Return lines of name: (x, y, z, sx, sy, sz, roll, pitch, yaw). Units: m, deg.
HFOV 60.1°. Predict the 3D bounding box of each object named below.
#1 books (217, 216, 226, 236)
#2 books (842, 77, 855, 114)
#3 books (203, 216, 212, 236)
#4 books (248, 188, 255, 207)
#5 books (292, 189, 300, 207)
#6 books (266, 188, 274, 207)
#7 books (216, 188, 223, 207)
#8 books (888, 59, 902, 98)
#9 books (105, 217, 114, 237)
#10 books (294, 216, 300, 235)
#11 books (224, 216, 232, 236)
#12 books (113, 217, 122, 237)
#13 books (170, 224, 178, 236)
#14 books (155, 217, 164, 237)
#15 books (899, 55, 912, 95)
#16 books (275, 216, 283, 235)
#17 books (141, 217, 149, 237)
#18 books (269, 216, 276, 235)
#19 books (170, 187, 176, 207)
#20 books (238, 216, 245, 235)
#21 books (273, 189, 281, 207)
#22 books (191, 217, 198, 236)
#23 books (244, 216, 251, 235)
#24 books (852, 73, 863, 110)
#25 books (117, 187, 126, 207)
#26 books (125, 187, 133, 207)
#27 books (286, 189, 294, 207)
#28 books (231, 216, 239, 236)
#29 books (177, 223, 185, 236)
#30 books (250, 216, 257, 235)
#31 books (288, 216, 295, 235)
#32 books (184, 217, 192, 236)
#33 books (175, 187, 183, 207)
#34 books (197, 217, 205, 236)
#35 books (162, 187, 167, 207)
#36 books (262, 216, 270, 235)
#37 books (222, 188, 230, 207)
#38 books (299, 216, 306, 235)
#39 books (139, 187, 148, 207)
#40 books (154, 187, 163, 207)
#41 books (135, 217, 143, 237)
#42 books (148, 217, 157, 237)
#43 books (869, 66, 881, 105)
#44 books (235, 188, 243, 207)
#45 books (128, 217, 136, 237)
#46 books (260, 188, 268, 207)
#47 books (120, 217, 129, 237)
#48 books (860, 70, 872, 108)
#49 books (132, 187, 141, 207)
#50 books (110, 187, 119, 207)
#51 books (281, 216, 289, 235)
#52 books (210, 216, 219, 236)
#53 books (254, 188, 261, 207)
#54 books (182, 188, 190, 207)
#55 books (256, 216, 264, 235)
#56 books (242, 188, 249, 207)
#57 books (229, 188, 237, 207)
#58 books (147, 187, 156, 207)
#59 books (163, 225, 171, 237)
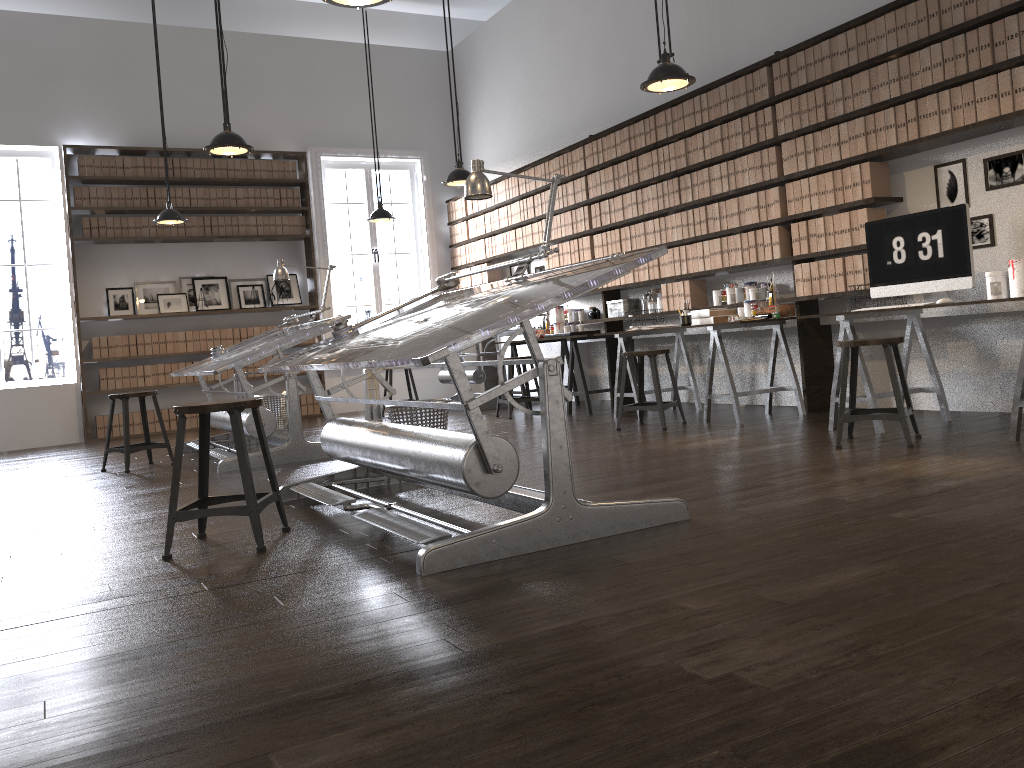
books: (-3.201, -1.715, 9.725, 0.067, 0.226, 0.174, -5, 1, -28)
books: (2.156, -1.793, 5.525, 0.175, 0.226, 0.066, -5, 0, -28)
books: (-3.329, -1.701, 9.656, 0.067, 0.226, 0.174, -5, 1, -28)
books: (-2.923, -2.058, 9.888, 0.067, 0.226, 0.174, -5, 1, -28)
books: (-2.481, -2.106, 10.130, 0.067, 0.225, 0.174, -5, 1, -28)
books: (-2.741, -2.078, 9.989, 0.067, 0.226, 0.174, -5, 1, -28)
books: (-3.228, -2.026, 9.733, 0.067, 0.226, 0.174, -5, 1, -28)
books: (2.312, -1.791, 5.222, 0.175, 0.226, 0.067, -5, 0, -28)
books: (-4.181, -1.610, 9.199, 0.067, 0.226, 0.174, -5, 1, -28)
books: (-2.479, -1.793, 10.116, 0.067, 0.225, 0.174, -5, 1, -28)
books: (-3.141, -1.721, 9.763, 0.067, 0.226, 0.174, -5, 1, -28)
books: (-4.121, -1.616, 9.236, 0.067, 0.226, 0.174, -5, 1, -28)
books: (-3.636, -1.668, 9.493, 0.067, 0.226, 0.174, -5, 1, -28)
books: (-3.759, -1.655, 9.429, 0.067, 0.226, 0.174, -5, 1, -28)
books: (2.349, -1.792, 5.162, 0.175, 0.226, 0.066, -5, 0, -28)
books: (-2.656, -1.773, 10.020, 0.067, 0.226, 0.174, -5, 1, -28)
books: (-3.884, -1.642, 9.360, 0.067, 0.225, 0.174, -5, 1, -28)
books: (-2.719, -1.767, 9.990, 0.067, 0.226, 0.174, -5, 1, -28)
books: (-3.656, -1.979, 9.494, 0.067, 0.226, 0.174, -5, 1, -28)
books: (-3.016, -1.734, 9.823, 0.067, 0.226, 0.174, -5, 1, -28)
books: (-2.680, -2.085, 10.026, 0.067, 0.226, 0.174, -5, 1, -28)
books: (-3.453, -1.688, 9.592, 0.067, 0.225, 0.174, -5, 1, -28)
books: (-2.960, -1.741, 9.858, 0.067, 0.225, 0.174, -5, 1, -28)
books: (2.190, -1.792, 5.462, 0.175, 0.226, 0.066, -5, 0, -28)
books: (-4.090, -1.933, 9.268, 0.067, 0.226, 0.174, -5, 1, -28)
books: (-4.027, -1.940, 9.302, 0.067, 0.226, 0.174, -5, 1, -28)
books: (-2.549, -2.099, 10.097, 0.067, 0.225, 0.174, -5, 1, -28)
books: (-3.078, -1.728, 9.796, 0.067, 0.226, 0.174, -5, 1, -28)
books: (-3.570, -1.675, 9.525, 0.067, 0.226, 0.174, -5, 1, -28)
books: (-2.904, -1.747, 9.887, 0.067, 0.225, 0.174, -5, 1, -28)
books: (-2.532, -1.786, 10.082, 0.067, 0.226, 0.174, -5, 1, -28)
books: (-3.507, -1.682, 9.559, 0.067, 0.226, 0.174, -5, 1, -28)
books: (-3.592, -1.986, 9.529, 0.067, 0.226, 0.174, -5, 1, -28)
books: (-3.397, -1.694, 9.626, 0.067, 0.225, 0.174, -5, 1, -28)
books: (-3.713, -1.974, 9.468, 0.067, 0.225, 0.174, -5, 1, -28)
books: (-2.779, -1.760, 9.956, 0.067, 0.226, 0.174, -5, 1, -28)
books: (-3.165, -2.032, 9.764, 0.067, 0.226, 0.174, -5, 1, -28)
books: (-2.418, -1.799, 10.150, 0.067, 0.226, 0.174, -5, 1, -28)
books: (-3.903, -1.953, 9.369, 0.067, 0.226, 0.174, -5, 1, -28)
books: (-3.772, -1.967, 9.440, 0.067, 0.225, 0.174, -5, 1, -28)
books: (-3.940, -1.636, 9.332, 0.067, 0.225, 0.174, -5, 1, -28)
books: (-3.819, -1.649, 9.393, 0.067, 0.226, 0.174, -5, 1, -28)
books: (2.252, -1.792, 5.343, 0.175, 0.225, 0.066, -5, 0, -28)
books: (-3.039, -2.046, 9.830, 0.067, 0.225, 0.174, -5, 1, -28)
books: (-3.996, -1.629, 9.296, 0.067, 0.226, 0.174, -5, 1, -28)
books: (-2.805, -2.071, 9.959, 0.067, 0.226, 0.174, -5, 1, -28)
books: (-4.058, -1.623, 9.270, 0.067, 0.226, 0.174, -5, 1, -28)
books: (2.216, -1.792, 5.400, 0.175, 0.226, 0.067, -5, 0, -28)
books: (-3.963, -1.947, 9.331, 0.067, 0.226, 0.174, -5, 1, -28)
books: (-4.146, -1.927, 9.231, 0.067, 0.226, 0.174, -5, 1, -28)
books: (-2.591, -1.780, 10.051, 0.067, 0.226, 0.174, -5, 1, -28)
books: (-3.266, -1.708, 9.696, 0.067, 0.226, 0.174, -5, 1, -28)
books: (-2.867, -2.065, 9.925, 0.067, 0.226, 0.174, -5, 1, -28)
books: (-3.530, -1.993, 9.566, 0.067, 0.226, 0.174, -5, 1, -28)
books: (-2.839, -1.754, 9.919, 0.067, 0.226, 0.174, -5, 1, -28)
books: (-2.984, -2.052, 9.861, 0.067, 0.225, 0.174, -5, 1, -28)
books: (-3.102, -2.039, 9.794, 0.067, 0.226, 0.174, -5, 1, -28)
books: (-3.834, -1.960, 9.400, 0.067, 0.226, 0.174, -5, 1, -28)
books: (-3.699, -1.662, 9.464, 0.067, 0.226, 0.174, -5, 1, -28)
